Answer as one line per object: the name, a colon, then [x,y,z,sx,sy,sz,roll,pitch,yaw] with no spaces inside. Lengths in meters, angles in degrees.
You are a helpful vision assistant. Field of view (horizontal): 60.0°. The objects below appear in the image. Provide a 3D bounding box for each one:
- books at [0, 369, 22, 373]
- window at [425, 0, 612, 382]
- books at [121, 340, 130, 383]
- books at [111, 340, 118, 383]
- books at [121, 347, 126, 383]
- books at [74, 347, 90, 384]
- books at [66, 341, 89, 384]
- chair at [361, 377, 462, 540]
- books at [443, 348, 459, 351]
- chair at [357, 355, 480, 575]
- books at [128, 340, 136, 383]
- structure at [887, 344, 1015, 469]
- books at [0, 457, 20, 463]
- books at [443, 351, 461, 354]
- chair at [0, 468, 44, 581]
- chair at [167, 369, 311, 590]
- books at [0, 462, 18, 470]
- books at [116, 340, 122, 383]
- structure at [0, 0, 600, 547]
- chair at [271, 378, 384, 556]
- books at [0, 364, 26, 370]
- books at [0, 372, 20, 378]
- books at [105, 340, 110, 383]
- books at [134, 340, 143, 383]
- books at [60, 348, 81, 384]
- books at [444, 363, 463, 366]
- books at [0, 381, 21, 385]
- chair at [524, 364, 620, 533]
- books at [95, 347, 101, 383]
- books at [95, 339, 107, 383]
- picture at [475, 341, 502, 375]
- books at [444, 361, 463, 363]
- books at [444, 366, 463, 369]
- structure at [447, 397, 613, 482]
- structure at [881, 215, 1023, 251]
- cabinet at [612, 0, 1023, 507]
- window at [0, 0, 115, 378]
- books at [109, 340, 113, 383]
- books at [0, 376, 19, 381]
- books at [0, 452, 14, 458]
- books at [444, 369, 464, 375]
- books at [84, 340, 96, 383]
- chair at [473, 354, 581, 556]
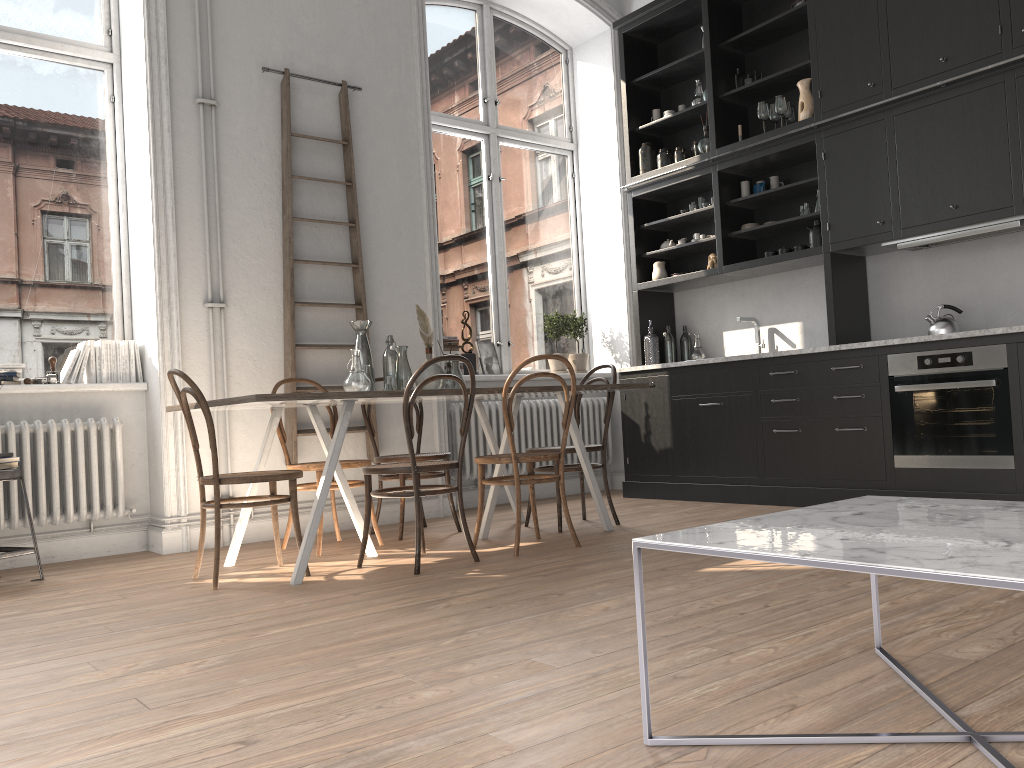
books: [-2.693,-0.064,4.623,0.155,0.020,0.205,-5,-3,42]
window: [2.695,-5.794,13.351,14.383,15.931,26.408,-2,-2,-38]
books: [-2.221,-0.120,5.062,0.024,0.243,0.175,-2,-2,-38]
books: [-2.274,-0.118,5.021,0.024,0.243,0.175,-2,-2,-38]
books: [-2.225,-0.102,5.031,0.020,0.205,0.155,-2,-2,-38]
books: [-2.384,-0.097,4.905,0.072,0.203,0.155,-2,-2,-38]
books: [-2.404,-0.113,4.889,0.100,0.235,0.174,-2,-2,-38]
chair: [-0.598,0.402,5.134,0.438,0.920,0.549,-2,-2,-31]
books: [-0.505,-0.241,6.384,0.205,0.022,0.155,-1,-3,-43]
chair: [-0.422,0.351,3.976,0.438,0.920,0.549,-2,-2,-43]
books: [-2.189,-0.121,5.062,0.024,0.243,0.175,-2,-2,-38]
structure: [2.498,0.125,4.818,0.618,0.623,0.622,-2,-2,-38]
books: [-2.439,0.361,4.112,0.163,0.029,0.232,-4,-2,22]
books: [-0.504,-0.219,6.390,0.222,0.024,0.158,-1,-3,-38]
chair: [-2.422,0.660,4.058,0.360,0.522,0.364,-4,-2,25]
chair: [-1.196,0.389,3.885,0.549,0.920,0.438,-2,-2,-30]
books: [-2.445,0.387,4.102,0.194,0.034,0.246,-3,-2,2]
books: [-2.243,-0.120,5.017,0.019,0.243,0.174,-2,-2,-38]
structure: [-1.353,-1.324,5.495,5.181,4.473,0.340,-2,-2,-38]
chair: [-0.999,0.409,4.716,0.438,0.920,0.549,-2,-2,-40]
books: [-2.691,-0.089,4.652,0.243,0.019,0.174,-2,-2,-28]
books: [-2.701,-0.043,4.631,0.221,0.023,0.147,-2,-2,-22]
books: [-2.292,-0.119,4.978,0.019,0.243,0.174,-2,-2,-38]
books: [-2.163,-0.122,5.080,0.040,0.244,0.174,-2,-2,-38]
books: [-2.436,-0.092,4.868,0.105,0.194,0.155,-2,-2,-39]
books: [-0.502,-0.132,6.363,0.249,0.023,0.175,-2,-3,-38]
books: [-2.708,0.002,4.628,0.221,0.023,0.147,-3,-2,10]
chair: [0.345,0.349,5.076,0.549,0.920,0.438,-2,-2,-26]
books: [-2.327,-0.099,4.951,0.020,0.205,0.155,-2,-2,-38]
books: [-2.304,-0.119,4.957,0.024,0.243,0.175,-2,-2,-38]
picture: [-0.204,-0.184,6.677,0.149,0.264,0.221,-4,-2,35]
books: [-0.505,-0.150,6.381,0.255,0.014,0.193,-2,-3,-35]
books: [-0.501,-0.109,6.362,0.249,0.023,0.175,-1,-3,-43]
structure: [0.141,0.394,6.649,1.577,0.552,0.194,-2,-2,-38]
structure: [2.548,-0.854,4.936,0.379,0.123,0.844,-2,-3,-38]
cabinet: [1.950,-1.058,5.475,0.635,3.582,3.252,-2,-2,-38]
window: [-3.015,-1.438,4.710,1.622,2.842,0.013,-2,-2,-38]
books: [-2.287,-0.118,5.004,0.019,0.243,0.174,-2,-2,-38]
books: [-2.702,-0.021,4.630,0.205,0.022,0.155,-2,-2,-18]
books: [-2.439,0.338,4.114,0.147,0.027,0.221,-3,-2,-6]
books: [-0.501,-0.076,6.361,0.248,0.043,0.192,-1,-3,-38]
books: [-2.361,-0.116,4.952,0.024,0.243,0.175,-2,-2,-38]
chair: [0.058,0.336,4.311,0.438,0.920,0.549,-2,-2,-27]
